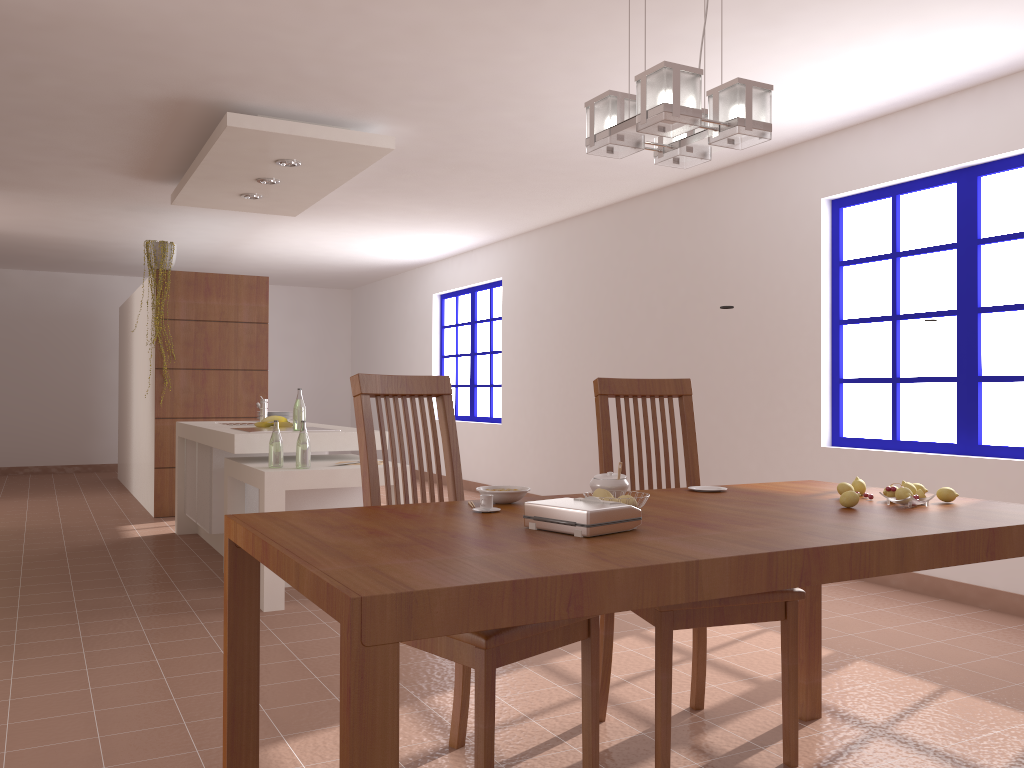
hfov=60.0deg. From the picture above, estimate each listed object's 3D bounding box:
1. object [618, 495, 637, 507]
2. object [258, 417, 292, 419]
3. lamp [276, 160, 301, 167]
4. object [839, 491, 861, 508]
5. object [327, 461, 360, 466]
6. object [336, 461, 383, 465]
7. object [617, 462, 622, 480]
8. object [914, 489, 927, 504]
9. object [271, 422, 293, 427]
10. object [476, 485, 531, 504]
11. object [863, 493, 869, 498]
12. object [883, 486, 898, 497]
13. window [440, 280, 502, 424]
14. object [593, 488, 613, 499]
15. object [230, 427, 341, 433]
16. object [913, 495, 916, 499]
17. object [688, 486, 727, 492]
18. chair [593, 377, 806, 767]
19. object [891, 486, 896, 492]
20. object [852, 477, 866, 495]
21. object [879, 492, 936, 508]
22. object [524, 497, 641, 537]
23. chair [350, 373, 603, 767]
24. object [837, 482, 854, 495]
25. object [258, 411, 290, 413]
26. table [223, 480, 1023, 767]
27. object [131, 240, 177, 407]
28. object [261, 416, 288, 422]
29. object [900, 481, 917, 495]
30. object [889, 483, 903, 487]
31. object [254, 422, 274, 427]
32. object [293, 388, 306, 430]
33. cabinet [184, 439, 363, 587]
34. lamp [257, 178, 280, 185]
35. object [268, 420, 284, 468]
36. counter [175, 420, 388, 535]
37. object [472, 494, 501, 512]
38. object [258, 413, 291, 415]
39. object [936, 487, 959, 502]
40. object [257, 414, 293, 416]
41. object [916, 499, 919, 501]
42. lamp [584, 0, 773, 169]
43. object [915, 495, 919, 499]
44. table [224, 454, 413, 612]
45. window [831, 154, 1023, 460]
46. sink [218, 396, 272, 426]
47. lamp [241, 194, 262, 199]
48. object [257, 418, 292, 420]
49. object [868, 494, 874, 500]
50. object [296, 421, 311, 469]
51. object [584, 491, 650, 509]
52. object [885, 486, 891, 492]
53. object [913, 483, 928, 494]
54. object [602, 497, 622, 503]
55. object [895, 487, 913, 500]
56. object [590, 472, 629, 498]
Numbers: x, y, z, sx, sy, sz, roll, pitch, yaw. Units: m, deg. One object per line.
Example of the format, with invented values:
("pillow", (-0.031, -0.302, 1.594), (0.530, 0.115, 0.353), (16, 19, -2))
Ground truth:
("object", (0.262, 0.271, 2.039), (0.048, 0.033, 0.060), (1, -1, -29))
("object", (-1.750, 0.255, 6.540), (0.228, 0.020, 0.228), (0, -1, 44))
("lamp", (-1.312, -1.313, 5.198), (0.143, 0.059, 0.143), (0, -1, 45))
("object", (0.810, 0.276, 2.128), (0.041, 0.041, 0.042), (1, -1, -42))
("object", (-0.812, 0.401, 4.533), (0.041, 0.008, 0.375), (0, -1, 29))
("object", (-0.780, 0.408, 4.580), (0.266, 0.006, 0.168), (0, -1, -11))
("object", (0.258, 0.225, 2.138), (0.010, 0.075, 0.015), (1, -1, -28))
("object", (1.017, 0.279, 2.204), (0.033, 0.036, 0.039), (0, -1, 9))
("object", (-1.407, 0.248, 5.410), (0.207, 0.033, 0.060), (0, -1, 17))
("object", (-0.021, 0.277, 2.200), (0.136, 0.036, 0.136), (0, -1, 20))
("object", (0.929, 0.292, 2.328), (0.014, 0.012, 0.014), (0, -1, -24))
("object", (0.973, 0.280, 2.272), (0.041, 0.039, 0.044), (0, -1, 25))
("window", (-0.409, -0.315, 9.436), (0.035, 1.430, 1.699), (1, -1, -28))
("object", (0.214, 0.266, 2.065), (0.055, 0.044, 0.048), (0, -1, 42))
("object", (-1.296, 0.259, 5.047), (0.493, 0.006, 0.551), (1, -1, -28))
("object", (0.971, 0.282, 2.180), (0.040, 0.023, 0.049), (0, -1, 18))
("object", (0.549, 0.296, 2.492), (0.108, 0.008, 0.108), (0, -1, 27))
("chair", (0.499, 0.510, 2.603), (0.444, 1.063, 0.574), (0, -1, -18))
("object", (0.966, 0.266, 2.245), (0.014, 0.014, 0.012), (0, -1, -7))
("object", (0.936, 0.277, 2.396), (0.038, 0.053, 0.039), (0, -1, 7))
("object", (0.962, 0.281, 2.157), (0.092, 0.032, 0.091), (1, -1, -28))
("object", (0.153, 0.260, 1.792), (0.195, 0.062, 0.176), (1, -1, -43))
("chair", (-0.116, 0.504, 2.275), (0.574, 1.063, 0.444), (0, -1, 42))
("object", (0.875, 0.278, 2.326), (0.042, 0.041, 0.041), (0, -1, 37))
("object", (-1.750, 0.214, 6.540), (0.228, 0.020, 0.228), (0, -1, 44))
("table", (0.366, 0.664, 1.991), (1.800, 0.740, 0.900), (1, -1, -28))
("object", (-2.863, -0.485, 7.174), (0.279, 1.344, 0.297), (0, -1, 21))
("object", (-1.435, 0.220, 5.422), (0.047, 0.055, 0.207), (0, -1, 39))
("object", (1.010, 0.271, 2.259), (0.039, 0.049, 0.039), (0, -1, -20))
("object", (0.979, 0.260, 2.263), (0.034, 0.011, 0.037), (0, -1, 22))
("object", (-1.512, 0.247, 5.384), (0.207, 0.033, 0.060), (0, -1, 42))
("object", (-1.169, 0.139, 4.881), (0.071, 0.230, 0.071), (0, -1, 43))
("cabinet", (-1.522, 0.716, 5.577), (0.737, 0.700, 2.048), (1, -1, -28))
("lamp", (-1.551, -1.309, 5.644), (0.143, 0.059, 0.143), (0, -1, 0))
("object", (-1.147, 0.292, 4.312), (0.071, 0.230, 0.071), (0, -1, 43))
("counter", (-1.552, 0.666, 5.626), (0.821, 0.800, 2.156), (1, -1, -28))
("object", (-0.058, 0.274, 2.037), (0.065, 0.037, 0.065), (0, -1, -15))
("object", (-1.750, 0.224, 6.540), (0.228, 0.020, 0.228), (0, -1, 44))
("object", (1.095, 0.279, 2.234), (0.043, 0.038, 0.043), (1, -1, -39))
("object", (-1.750, 0.234, 6.540), (0.228, 0.020, 0.228), (0, -1, 44))
("object", (0.983, 0.286, 2.154), (0.013, 0.014, 0.014), (0, -1, 1))
("lamp", (0.379, -1.004, 2.043), (0.304, 0.919, 0.304), (1, -1, -28))
("object", (0.991, 0.278, 2.173), (0.014, 0.014, 0.012), (0, -1, -16))
("table", (-1.052, 0.735, 4.697), (0.737, 0.647, 1.003), (1, -1, -28))
("window", (2.271, -0.360, 4.406), (0.035, 1.430, 1.699), (1, -1, -28))
("sink", (-1.751, 0.264, 6.000), (0.404, 0.368, 0.668), (1, -1, -28))
("lamp", (-1.786, -1.305, 6.084), (0.143, 0.059, 0.143), (0, -1, 0))
("object", (-1.750, 0.265, 6.539), (0.228, 0.020, 0.228), (0, -1, 44))
("object", (0.924, 0.291, 2.283), (0.014, 0.014, 0.012), (1, -1, -40))
("object", (-1.006, 0.292, 4.277), (0.071, 0.230, 0.071), (0, -1, 43))
("object", (0.239, 0.273, 2.029), (0.151, 0.041, 0.151), (0, -1, 22))
("object", (0.958, 0.267, 2.257), (0.014, 0.014, 0.013), (0, -1, 29))
("object", (1.064, 0.280, 2.333), (0.043, 0.038, 0.043), (1, -1, -39))
("object", (0.224, 0.271, 2.006), (0.061, 0.032, 0.048), (0, -1, 31))
("object", (0.949, 0.268, 2.147), (0.042, 0.038, 0.043), (0, -1, 38))
("object", (0.238, 0.256, 2.169), (0.096, 0.079, 0.096), (1, -1, -33))
